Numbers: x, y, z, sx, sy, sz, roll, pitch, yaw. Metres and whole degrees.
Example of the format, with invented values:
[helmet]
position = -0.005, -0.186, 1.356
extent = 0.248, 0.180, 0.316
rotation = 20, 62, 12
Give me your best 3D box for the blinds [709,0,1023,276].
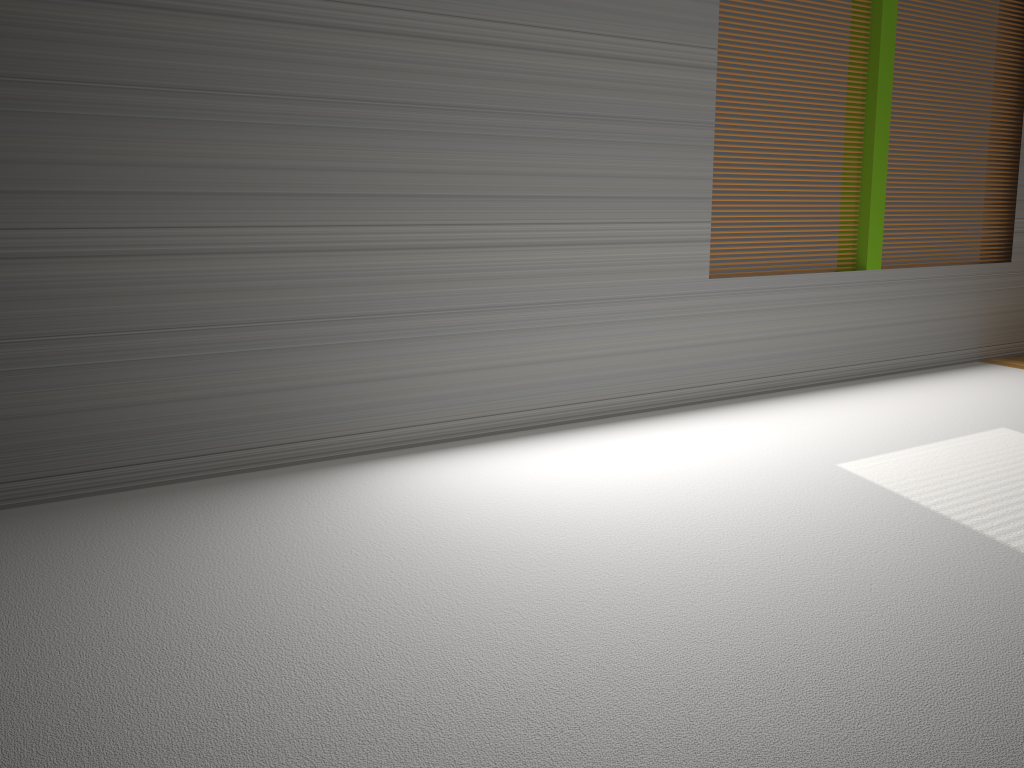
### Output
[blinds]
position = 2.096, -1.590, 5.234
extent = 3.542, 2.023, 0.012
rotation = -6, 10, -31
